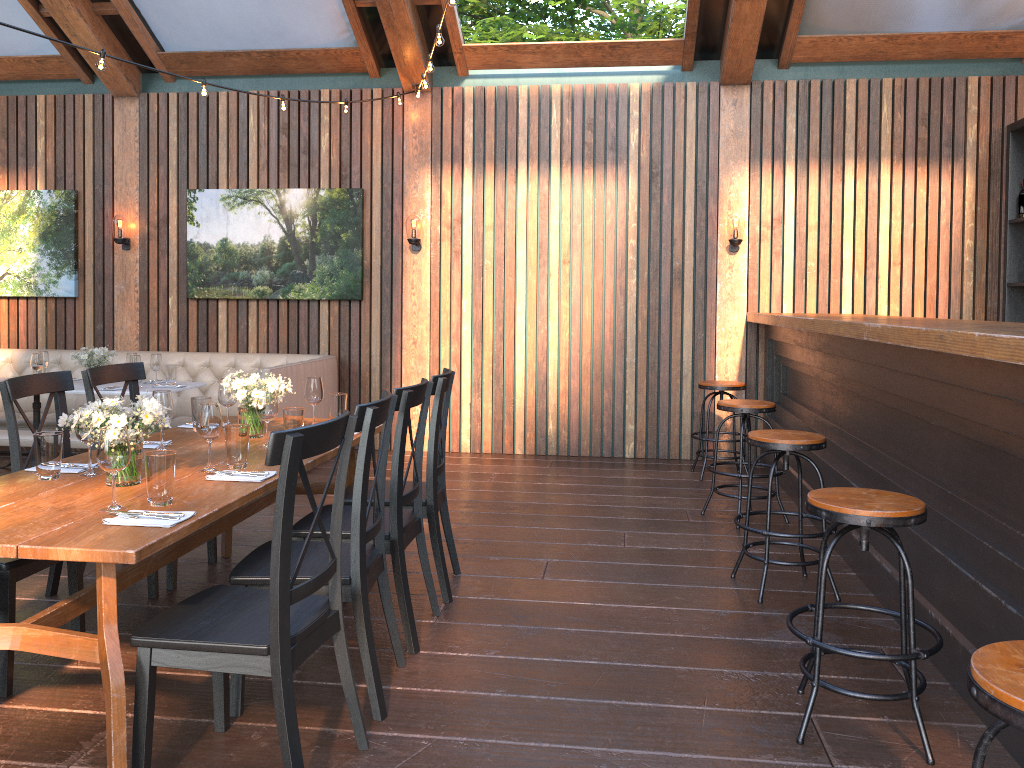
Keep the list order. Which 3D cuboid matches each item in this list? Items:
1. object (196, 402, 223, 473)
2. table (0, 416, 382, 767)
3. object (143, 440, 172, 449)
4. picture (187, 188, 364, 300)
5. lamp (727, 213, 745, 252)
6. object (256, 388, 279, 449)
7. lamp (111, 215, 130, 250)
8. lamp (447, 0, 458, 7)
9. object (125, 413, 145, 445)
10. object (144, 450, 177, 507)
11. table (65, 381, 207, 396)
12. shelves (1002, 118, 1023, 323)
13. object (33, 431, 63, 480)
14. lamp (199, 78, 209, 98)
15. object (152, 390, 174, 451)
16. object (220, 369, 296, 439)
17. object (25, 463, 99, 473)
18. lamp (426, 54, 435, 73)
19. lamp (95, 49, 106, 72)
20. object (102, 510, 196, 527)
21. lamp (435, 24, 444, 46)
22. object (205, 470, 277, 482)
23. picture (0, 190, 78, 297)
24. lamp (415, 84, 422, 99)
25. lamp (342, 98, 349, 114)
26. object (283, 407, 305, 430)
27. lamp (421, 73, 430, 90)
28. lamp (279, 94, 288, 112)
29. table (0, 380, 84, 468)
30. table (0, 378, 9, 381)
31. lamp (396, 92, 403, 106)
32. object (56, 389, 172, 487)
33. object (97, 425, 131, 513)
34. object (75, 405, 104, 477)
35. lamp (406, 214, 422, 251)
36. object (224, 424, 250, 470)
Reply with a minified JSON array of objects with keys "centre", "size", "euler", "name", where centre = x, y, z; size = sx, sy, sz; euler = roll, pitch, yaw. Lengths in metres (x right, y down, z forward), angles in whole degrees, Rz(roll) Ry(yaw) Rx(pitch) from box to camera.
[{"centre":[-1.094,0.193,3.198],"size":[0.092,0.244,0.092],"euler":[-1,3,-41],"name":"object"},{"centre":[-1.255,0.654,3.456],"size":[0.950,0.728,2.440],"euler":[1,5,7],"name":"table"},{"centre":[-1.545,0.250,3.735],"size":[0.255,0.019,0.158],"euler":[1,5,7],"name":"object"},{"centre":[-2.150,-1.264,8.001],"size":[1.650,0.996,0.065],"euler":[1,2,7],"name":"picture"},{"centre":[1.880,-1.274,7.442],"size":[0.146,0.319,0.178],"euler":[1,2,7],"name":"lamp"},{"centre":[-1.029,0.144,3.720],"size":[0.092,0.244,0.092],"euler":[-1,3,-41],"name":"object"},{"centre":[-3.588,-1.393,8.121],"size":[0.146,0.319,0.178],"euler":[1,2,7],"name":"lamp"},{"centre":[-0.291,-1.908,4.328],"size":[0.056,0.120,0.056],"euler":[-1,3,-37],"name":"lamp"},{"centre":[-1.528,0.196,3.572],"size":[0.092,0.158,0.092],"euler":[2,3,33],"name":"object"},{"centre":[-1.063,0.285,2.674],"size":[0.092,0.158,0.092],"euler":[2,3,33],"name":"object"},{"centre":[-2.903,0.350,6.813],"size":[0.798,0.671,0.801],"euler":[1,4,6],"name":"table"},{"centre":[4.141,-0.594,6.143],"size":[0.502,2.823,2.209],"euler":[1,3,7],"name":"shelves"},{"centre":[-1.588,0.246,3.032],"size":[0.092,0.158,0.092],"euler":[2,3,33],"name":"object"},{"centre":[-1.930,-1.856,5.545],"size":[0.056,0.121,0.056],"euler":[3,3,41],"name":"lamp"},{"centre":[-1.429,0.150,3.610],"size":[0.092,0.244,0.092],"euler":[-1,3,-41],"name":"object"},{"centre":[-1.165,0.083,4.007],"size":[0.329,0.309,0.337],"euler":[-1,4,-28],"name":"object"},{"centre":[-1.607,0.299,3.211],"size":[0.255,0.019,0.158],"euler":[1,5,7],"name":"object"},{"centre":[-0.538,-2.109,5.826],"size":[0.059,0.119,0.056],"euler":[-1,3,-40],"name":"lamp"},{"centre":[-2.255,-1.776,4.856],"size":[0.059,0.119,0.056],"euler":[0,2,-13],"name":"lamp"},{"centre":[-1.041,0.372,2.497],"size":[0.255,0.019,0.158],"euler":[1,5,7],"name":"object"},{"centre":[-0.416,-1.999,5.077],"size":[0.056,0.120,0.056],"euler":[-1,3,-33],"name":"lamp"},{"centre":[-0.968,0.316,3.103],"size":[0.255,0.019,0.158],"euler":[1,5,7],"name":"object"},{"centre":[-4.872,-1.323,8.332],"size":[1.650,0.996,0.065],"euler":[1,2,7],"name":"picture"},{"centre":[-0.774,-2.415,7.310],"size":[0.056,0.120,0.056],"euler":[-1,3,-32],"name":"lamp"},{"centre":[-1.295,-2.169,6.914],"size":[0.066,0.117,0.056],"euler":[2,3,36],"name":"lamp"},{"centre":[-0.935,0.182,3.788],"size":[0.092,0.158,0.092],"euler":[2,3,33],"name":"object"},{"centre":[-0.641,-2.245,6.567],"size":[0.056,0.119,0.061],"euler":[2,3,23],"name":"lamp"},{"centre":[-1.610,-1.979,6.235],"size":[0.056,0.121,0.056],"euler":[2,2,23],"name":"lamp"},{"centre":[-3.712,0.332,6.914],"size":[0.798,0.671,0.801],"euler":[1,4,7],"name":"table"},{"centre":[-4.522,0.314,7.014],"size":[0.798,0.671,0.801],"euler":[1,4,6],"name":"table"},{"centre":[-0.963,-2.436,7.567],"size":[0.065,0.118,0.056],"euler":[-1,3,-33],"name":"lamp"},{"centre":[-1.314,0.180,2.965],"size":[0.329,0.309,0.336],"euler":[4,5,40],"name":"object"},{"centre":[-1.170,0.248,2.600],"size":[0.092,0.244,0.092],"euler":[-1,3,-41],"name":"object"},{"centre":[-1.478,0.198,3.099],"size":[0.092,0.244,0.092],"euler":[-1,3,-41],"name":"object"},{"centre":[-0.859,-1.334,7.782],"size":[0.146,0.319,0.178],"euler":[1,2,7],"name":"lamp"},{"centre":[-1.012,0.231,3.258],"size":[0.092,0.158,0.092],"euler":[2,3,33],"name":"object"}]
